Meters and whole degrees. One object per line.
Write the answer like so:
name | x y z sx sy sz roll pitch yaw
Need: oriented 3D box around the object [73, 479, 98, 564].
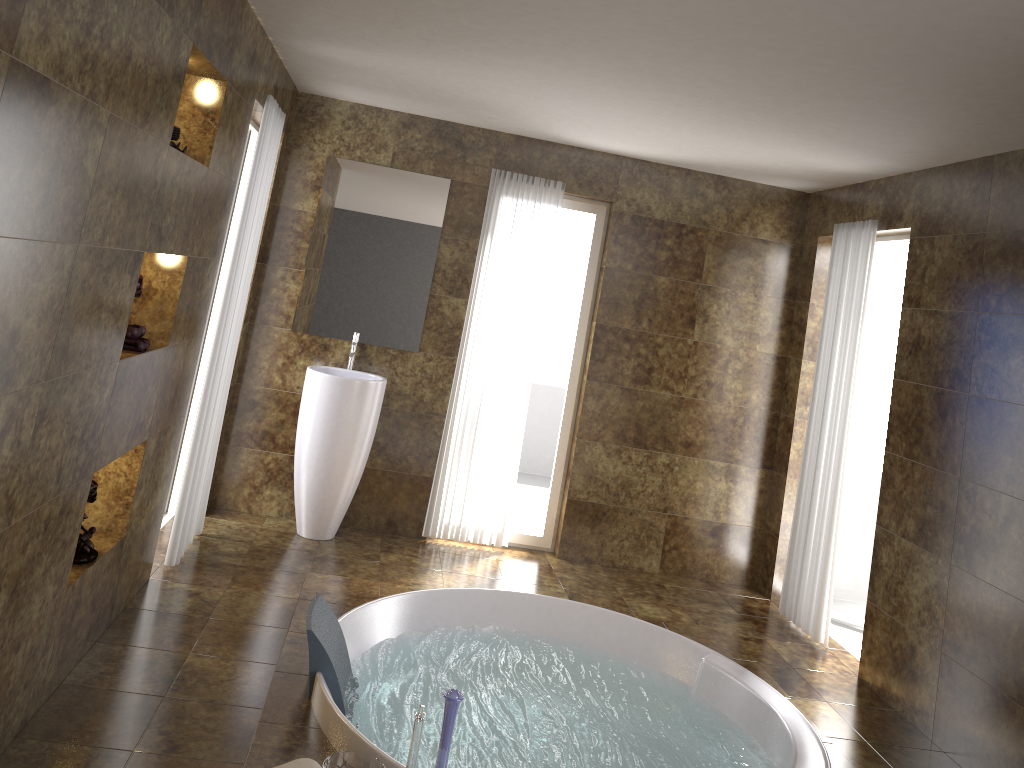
object | -1.482 0.458 2.982 0.151 0.277 0.150 10 -4 -7

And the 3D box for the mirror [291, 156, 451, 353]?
mirror | -0.848 -0.793 5.260 0.764 1.104 0.008 10 -7 -6

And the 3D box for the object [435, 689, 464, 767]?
object | -0.176 0.949 2.074 0.136 0.425 0.133 10 -6 1

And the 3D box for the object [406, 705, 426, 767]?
object | -0.257 0.978 2.197 0.130 0.312 0.127 10 -5 1

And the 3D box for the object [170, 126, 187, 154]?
object | -1.241 -0.970 3.120 0.151 0.270 0.120 10 -5 -7

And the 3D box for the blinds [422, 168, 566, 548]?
blinds | -0.084 -0.184 5.259 0.517 2.291 0.066 11 -7 -6

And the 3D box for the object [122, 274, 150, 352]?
object | -1.367 -0.269 3.097 0.174 0.288 0.110 10 -5 -7

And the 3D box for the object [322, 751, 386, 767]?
object | -0.424 1.056 2.287 0.167 0.076 0.172 8 4 -26

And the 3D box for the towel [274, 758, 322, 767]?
towel | -0.547 1.040 2.068 0.345 0.151 0.314 13 4 37

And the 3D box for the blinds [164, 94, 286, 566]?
blinds | -1.408 -0.325 4.367 0.067 2.302 0.592 11 -6 -9

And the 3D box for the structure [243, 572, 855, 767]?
structure | 0.168 1.193 3.002 1.995 0.125 2.007 9 6 -7

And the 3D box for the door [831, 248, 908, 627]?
door | 2.325 0.326 5.047 0.973 2.252 0.038 7 -7 27

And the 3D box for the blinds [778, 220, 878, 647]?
blinds | 1.755 0.197 4.805 0.068 2.303 0.477 11 -7 -9

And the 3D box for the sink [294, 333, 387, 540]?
sink | -1.003 0.282 4.907 0.458 1.149 0.430 10 -5 -4

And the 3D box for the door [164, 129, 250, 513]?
door | -2.166 -0.449 4.757 0.950 2.253 0.039 11 -7 -16

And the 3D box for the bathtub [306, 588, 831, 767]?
bathtub | 0.168 1.185 3.001 1.775 0.528 1.718 12 5 24
